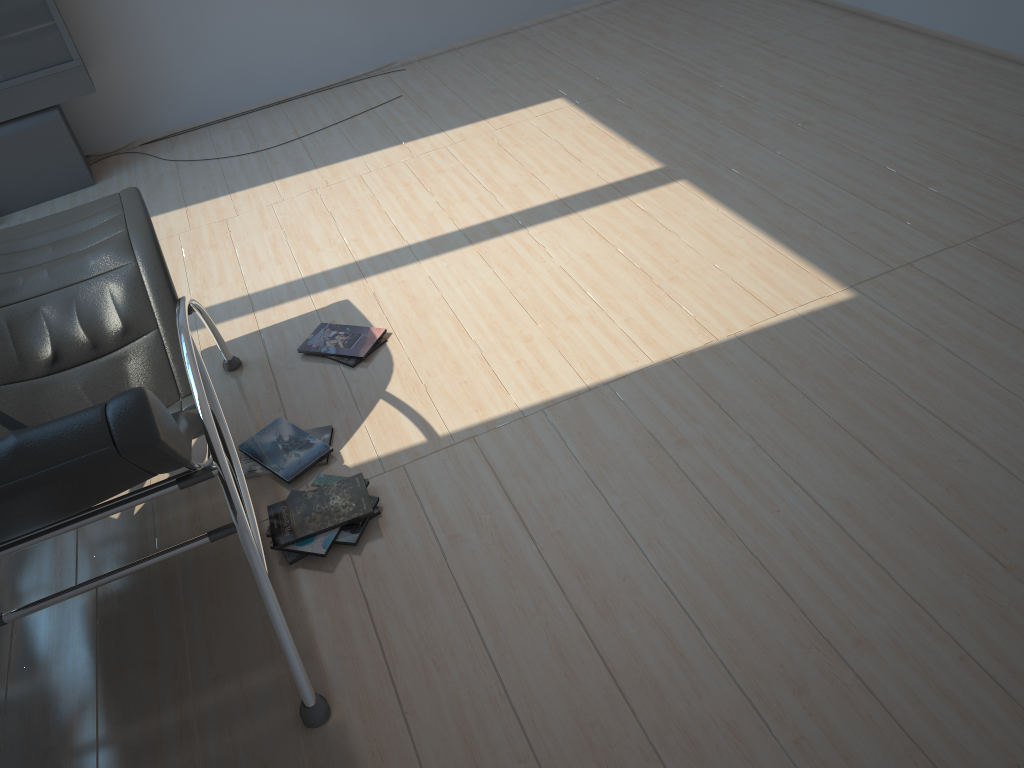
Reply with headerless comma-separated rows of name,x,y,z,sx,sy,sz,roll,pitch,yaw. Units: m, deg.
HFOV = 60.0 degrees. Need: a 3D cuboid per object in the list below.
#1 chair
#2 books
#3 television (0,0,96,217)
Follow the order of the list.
chair,-1.294,0.063,2.649,0.836,0.953,2.114,-21,38,-11
books,-2.183,-0.405,4.103,4.790,0.222,1.045,17,47,33
television,-3.294,-1.631,4.976,1.686,1.446,0.400,-24,39,-15
